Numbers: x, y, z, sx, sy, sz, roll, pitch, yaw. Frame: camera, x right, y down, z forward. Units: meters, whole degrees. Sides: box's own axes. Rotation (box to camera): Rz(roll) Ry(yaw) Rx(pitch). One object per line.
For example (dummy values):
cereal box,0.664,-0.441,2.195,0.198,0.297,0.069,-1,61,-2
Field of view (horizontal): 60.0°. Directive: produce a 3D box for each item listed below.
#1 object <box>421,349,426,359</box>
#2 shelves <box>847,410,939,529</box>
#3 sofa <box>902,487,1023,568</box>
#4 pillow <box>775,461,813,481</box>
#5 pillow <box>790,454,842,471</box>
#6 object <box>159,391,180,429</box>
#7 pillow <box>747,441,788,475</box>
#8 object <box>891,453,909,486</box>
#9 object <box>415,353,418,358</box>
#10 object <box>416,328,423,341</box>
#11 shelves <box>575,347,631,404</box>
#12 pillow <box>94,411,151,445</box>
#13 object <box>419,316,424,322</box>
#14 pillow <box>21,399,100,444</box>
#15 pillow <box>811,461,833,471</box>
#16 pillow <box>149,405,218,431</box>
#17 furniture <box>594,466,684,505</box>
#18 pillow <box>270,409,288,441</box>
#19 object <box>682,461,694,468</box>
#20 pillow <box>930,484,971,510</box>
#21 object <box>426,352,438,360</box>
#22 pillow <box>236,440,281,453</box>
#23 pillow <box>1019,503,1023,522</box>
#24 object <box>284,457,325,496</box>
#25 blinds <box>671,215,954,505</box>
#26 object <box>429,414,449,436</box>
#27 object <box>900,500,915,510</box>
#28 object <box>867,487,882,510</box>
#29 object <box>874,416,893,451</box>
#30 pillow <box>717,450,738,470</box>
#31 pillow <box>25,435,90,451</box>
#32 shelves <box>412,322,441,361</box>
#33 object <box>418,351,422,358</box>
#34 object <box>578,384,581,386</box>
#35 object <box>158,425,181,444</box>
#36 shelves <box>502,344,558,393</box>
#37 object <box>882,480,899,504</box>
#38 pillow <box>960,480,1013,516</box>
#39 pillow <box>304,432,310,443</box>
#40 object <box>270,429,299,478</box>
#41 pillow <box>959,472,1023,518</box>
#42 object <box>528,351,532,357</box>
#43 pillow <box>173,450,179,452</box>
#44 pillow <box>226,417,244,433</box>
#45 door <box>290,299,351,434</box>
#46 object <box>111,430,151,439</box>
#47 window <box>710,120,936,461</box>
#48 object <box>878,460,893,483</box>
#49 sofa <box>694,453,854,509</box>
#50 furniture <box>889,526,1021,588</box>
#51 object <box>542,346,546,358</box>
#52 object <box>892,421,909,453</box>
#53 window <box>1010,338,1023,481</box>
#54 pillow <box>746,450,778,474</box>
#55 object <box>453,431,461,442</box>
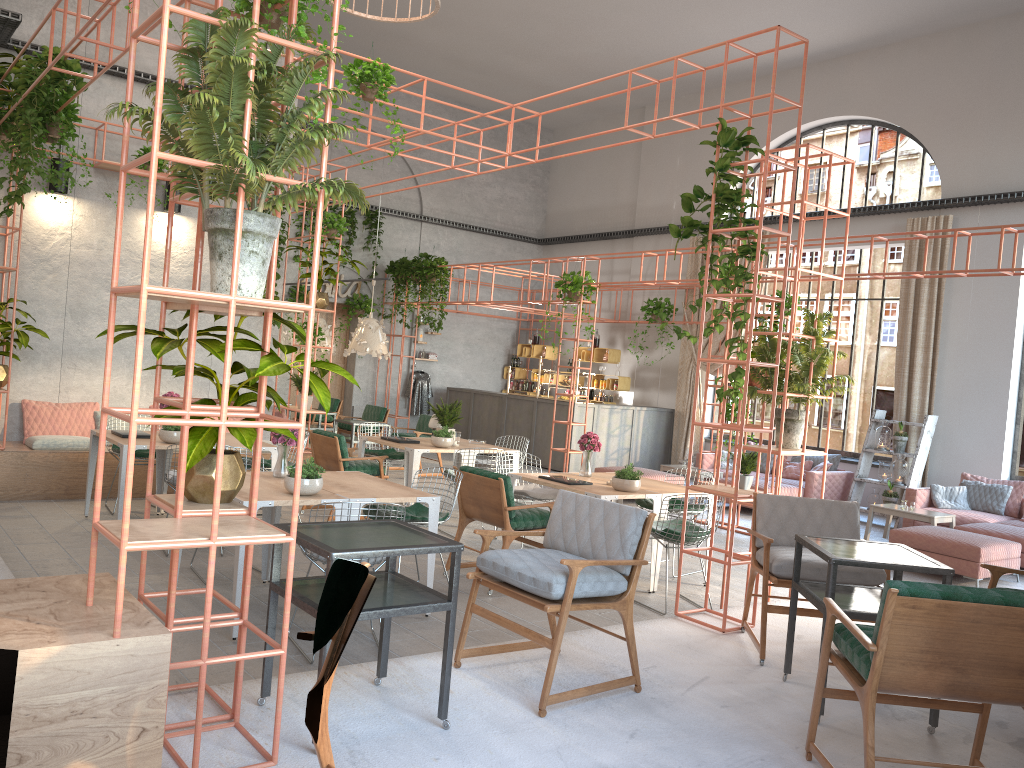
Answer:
object,-1.863,-0.637,18.635,0.081,0.204,0.081,4,1,-37
shelves,5.415,1.202,12.707,0.856,1.618,0.842,4,1,-38
sofa,5.801,1.741,10.710,1.960,0.672,2.219,4,1,-37
pillow,4.343,1.312,13.611,0.479,0.317,0.441,6,1,34
pillow,4.632,1.270,13.679,0.273,0.476,0.836,4,1,-37
object,-3.277,0.277,8.491,0.225,0.414,0.213,6,1,45
pillow,4.093,1.208,14.404,0.276,0.474,0.839,4,1,-37
object,5.436,1.193,12.419,0.219,0.430,0.216,4,1,-44
object,-1.992,-0.626,18.554,0.055,0.164,0.092,5,1,-19
object,-1.927,-1.058,18.547,0.136,0.336,0.145,4,1,-23
shelves,1.620,0.194,17.813,0.328,1.838,1.750,4,1,-38
pillow,-4.457,0.509,10.203,0.666,0.385,0.289,4,1,-42
object,-1.901,-1.361,18.531,0.133,0.145,0.133,5,1,14
pillow,-4.975,0.422,9.828,0.276,0.474,0.839,6,1,43
pillow,4.575,1.320,13.219,0.308,0.349,0.495,5,1,12
pillow,-3.935,0.498,10.573,0.839,0.474,0.276,5,1,-17
furniture,1.843,1.465,12.944,0.941,0.446,0.976,4,1,-38
pillow,-3.232,0.536,11.912,0.839,0.474,0.276,6,1,43
object,2.688,1.276,13.693,0.199,0.145,0.156,5,1,-23
pillow,5.719,1.484,11.526,0.500,0.324,0.307,5,1,-2
object,-1.696,-0.592,18.767,0.219,0.149,0.129,4,1,-38
pillow,-3.159,0.751,10.709,0.637,0.149,0.491,4,1,-37
pillow,6.484,1.549,10.808,0.479,0.317,0.441,6,1,34
object,-1.326,0.583,5.658,0.247,0.247,0.252,4,1,-38
blinds,4.621,-0.436,14.728,0.414,4.389,4.957,4,1,-36
object,-0.850,0.512,10.299,0.241,0.313,0.241,5,1,7
object,4.828,1.513,10.890,0.199,0.145,0.156,5,1,-23
object,5.142,1.633,12.574,0.208,0.320,0.192,4,1,-32
object,5.368,0.706,12.811,0.216,0.500,0.216,5,1,-5
pillow,3.578,1.247,14.329,0.500,0.324,0.307,5,1,-2
pillow,-4.793,0.632,9.451,0.637,0.149,0.491,4,1,-37
shelves,-1.786,-0.886,18.653,0.560,0.790,0.186,4,1,-37
object,-1.928,-0.615,18.577,0.063,0.151,0.063,6,1,39
object,1.180,-0.005,15.965,0.095,0.058,0.152,6,1,43
object,-2.982,0.399,7.826,0.248,0.247,0.254,4,1,-38
shelves,0.457,0.065,19.335,0.328,1.838,1.750,4,1,-38
object,5.275,1.574,12.359,0.236,0.464,0.225,6,1,31
pillow,6.104,1.468,11.521,0.289,0.385,0.666,4,1,-37
pillow,-2.979,0.737,12.258,0.491,0.149,0.637,4,1,-37
object,-1.617,0.461,6.318,0.225,0.414,0.213,6,1,45
pillow,6.233,1.445,11.601,0.276,0.474,0.839,4,1,-37
object,0.427,-0.649,19.326,0.123,0.142,0.141,4,1,-38
pillow,-3.963,0.692,10.089,0.637,0.149,0.491,4,1,-37
pillow,-3.443,0.582,10.984,0.666,0.385,0.289,4,1,-42
door,-4.102,-0.310,17.976,1.360,2.729,0.551,4,1,-38
object,-3.473,0.459,8.106,0.268,0.031,0.427,4,1,-38
window,5.214,-1.630,14.934,0.089,5.538,4.127,4,1,-38
object,5.312,1.245,12.627,0.223,0.297,0.223,5,1,-18
sofa,3.660,1.503,13.513,1.960,0.672,2.219,4,1,-37
furniture,4.628,1.775,9.297,0.941,0.446,0.976,4,1,-38
object,0.711,-0.679,19.062,0.137,0.261,0.137,5,1,-2
object,5.520,0.747,12.604,0.212,0.457,0.217,5,1,-21
window,8.439,-1.270,10.711,0.089,5.544,4.126,4,1,-38
pillow,3.963,1.230,14.324,0.289,0.385,0.666,4,1,-37
object,-0.643,0.615,10.297,0.095,0.119,0.095,5,1,-13
